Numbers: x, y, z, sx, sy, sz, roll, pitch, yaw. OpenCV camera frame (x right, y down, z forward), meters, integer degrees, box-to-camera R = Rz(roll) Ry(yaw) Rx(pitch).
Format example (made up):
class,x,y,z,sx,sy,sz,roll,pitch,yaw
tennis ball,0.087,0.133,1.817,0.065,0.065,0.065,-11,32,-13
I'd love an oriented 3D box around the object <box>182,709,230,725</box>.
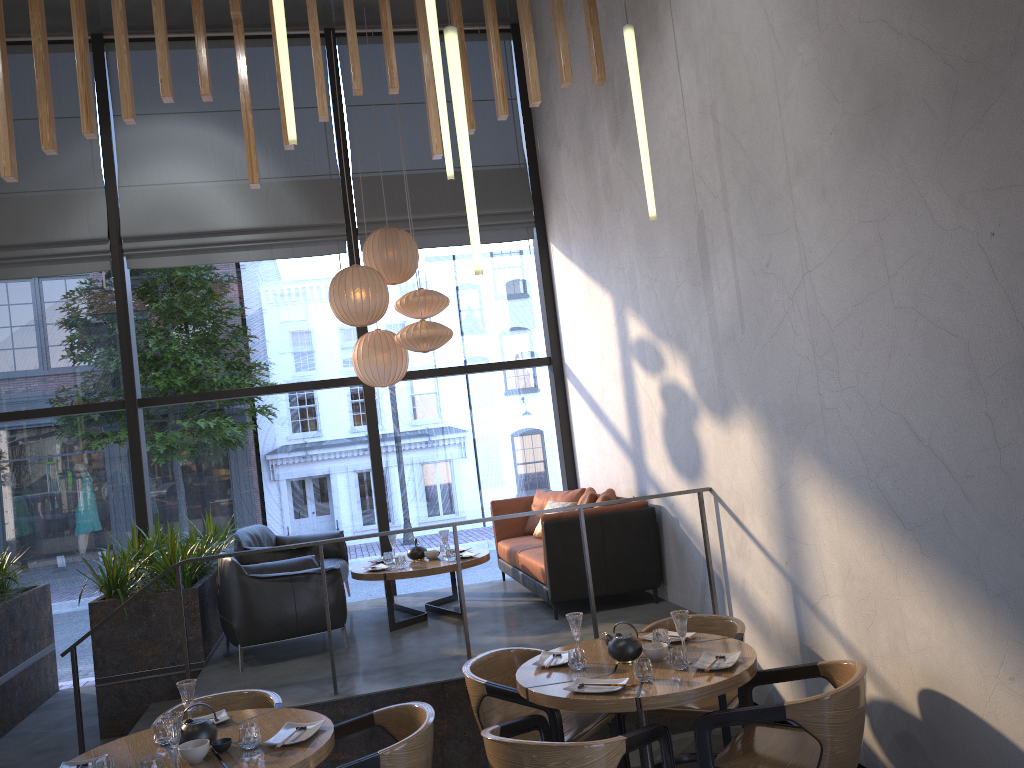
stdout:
class,x,y,z,sx,sy,sz,roll,pitch,yaw
object,-1.389,1.483,3.863,0.294,0.025,0.170,-5,-4,-27

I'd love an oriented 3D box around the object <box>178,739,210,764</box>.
class,x,y,z,sx,sy,sz,roll,pitch,yaw
object,-1.218,1.414,3.402,0.116,0.065,0.116,-5,-4,-33

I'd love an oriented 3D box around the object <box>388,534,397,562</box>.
class,x,y,z,sx,sy,sz,roll,pitch,yaw
object,-0.954,1.312,7.141,0.082,0.227,0.082,-5,-4,-30

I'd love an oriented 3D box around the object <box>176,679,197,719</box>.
class,x,y,z,sx,sy,sz,roll,pitch,yaw
object,-1.363,1.370,3.742,0.082,0.227,0.082,-7,-4,9

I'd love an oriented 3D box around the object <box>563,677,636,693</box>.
class,x,y,z,sx,sy,sz,roll,pitch,yaw
object,0.377,1.262,3.705,0.294,0.025,0.170,-9,-4,26

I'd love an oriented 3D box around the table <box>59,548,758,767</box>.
class,x,y,z,sx,sy,sz,roll,pitch,yaw
table,-4.116,2.063,3.361,10.659,0.968,6.876,-6,-4,-11

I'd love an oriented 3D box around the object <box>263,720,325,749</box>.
class,x,y,z,sx,sy,sz,roll,pitch,yaw
object,-0.873,1.401,3.529,0.170,0.025,0.294,-7,-3,8

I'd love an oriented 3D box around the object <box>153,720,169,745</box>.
class,x,y,z,sx,sy,sz,roll,pitch,yaw
object,-1.444,1.447,3.682,0.086,0.086,0.086,-5,-4,-29

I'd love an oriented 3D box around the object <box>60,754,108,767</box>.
class,x,y,z,sx,sy,sz,roll,pitch,yaw
object,-1.660,1.487,3.386,0.170,0.025,0.294,-6,-4,-14

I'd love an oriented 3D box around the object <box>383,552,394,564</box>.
class,x,y,z,sx,sy,sz,roll,pitch,yaw
object,-0.981,1.380,7.037,0.086,0.086,0.086,-9,-4,26

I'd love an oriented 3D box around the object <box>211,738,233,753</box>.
class,x,y,z,sx,sy,sz,roll,pitch,yaw
object,-1.135,1.421,3.475,0.080,0.042,0.080,-10,-5,42

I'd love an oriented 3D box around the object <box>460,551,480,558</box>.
class,x,y,z,sx,sy,sz,roll,pitch,yaw
object,-0.357,1.326,6.857,0.170,0.025,0.294,-5,-4,-31

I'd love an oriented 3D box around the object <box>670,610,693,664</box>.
class,x,y,z,sx,sy,sz,roll,pitch,yaw
object,0.761,1.129,3.951,0.082,0.227,0.082,-7,-4,11

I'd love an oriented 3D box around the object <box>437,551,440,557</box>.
class,x,y,z,sx,sy,sz,roll,pitch,yaw
object,-0.610,1.361,7.071,0.080,0.042,0.080,-10,-5,41

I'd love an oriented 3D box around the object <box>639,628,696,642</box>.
class,x,y,z,sx,sy,sz,roll,pitch,yaw
object,0.790,1.255,4.395,0.170,0.025,0.294,-4,-5,-41

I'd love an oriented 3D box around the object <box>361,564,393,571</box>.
class,x,y,z,sx,sy,sz,roll,pitch,yaw
object,-1.011,1.396,6.723,0.170,0.025,0.294,-5,-4,-31

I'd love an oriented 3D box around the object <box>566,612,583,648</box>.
class,x,y,z,sx,sy,sz,roll,pitch,yaw
object,0.307,1.196,4.173,0.082,0.227,0.082,-4,-4,-40

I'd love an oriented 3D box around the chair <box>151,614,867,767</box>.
class,x,y,z,sx,sy,sz,roll,pitch,yaw
chair,-3.135,1.967,1.972,9.749,0.759,4.352,-6,-4,-10

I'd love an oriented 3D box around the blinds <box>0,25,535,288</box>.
class,x,y,z,sx,sy,sz,roll,pitch,yaw
blinds,-8.188,-1.736,3.572,8.760,2.314,17.610,-9,-4,32

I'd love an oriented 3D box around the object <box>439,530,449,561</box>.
class,x,y,z,sx,sy,sz,roll,pitch,yaw
object,-0.511,1.240,6.822,0.082,0.227,0.082,-9,-4,31

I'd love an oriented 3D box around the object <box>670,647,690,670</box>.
class,x,y,z,sx,sy,sz,roll,pitch,yaw
object,0.730,1.199,3.870,0.086,0.086,0.086,-4,-4,-35

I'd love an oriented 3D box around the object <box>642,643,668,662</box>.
class,x,y,z,sx,sy,sz,roll,pitch,yaw
object,0.657,1.230,4.053,0.116,0.065,0.116,-8,-4,14

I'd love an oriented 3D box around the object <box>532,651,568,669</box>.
class,x,y,z,sx,sy,sz,roll,pitch,yaw
object,0.198,1.315,4.220,0.170,0.025,0.294,-8,-4,14

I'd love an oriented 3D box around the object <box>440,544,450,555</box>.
class,x,y,z,sx,sy,sz,roll,pitch,yaw
object,-0.539,1.334,7.148,0.086,0.086,0.086,-6,-3,-7

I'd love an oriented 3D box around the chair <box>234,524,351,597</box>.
class,x,y,z,sx,sy,sz,roll,pitch,yaw
chair,-1.869,1.536,7.482,0.833,0.743,1.030,-7,-3,3

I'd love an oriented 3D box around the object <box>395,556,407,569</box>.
class,x,y,z,sx,sy,sz,roll,pitch,yaw
object,-0.838,1.341,6.667,0.086,0.086,0.086,-6,-3,-7

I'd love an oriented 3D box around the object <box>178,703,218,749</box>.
class,x,y,z,sx,sy,sz,roll,pitch,yaw
object,-1.266,1.371,3.548,0.168,0.179,0.163,-9,-4,26

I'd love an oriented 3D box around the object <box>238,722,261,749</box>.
class,x,y,z,sx,sy,sz,roll,pitch,yaw
object,-1.033,1.387,3.489,0.086,0.086,0.086,-6,-3,-9

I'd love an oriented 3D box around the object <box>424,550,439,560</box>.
class,x,y,z,sx,sy,sz,roll,pitch,yaw
object,-0.630,1.345,6.963,0.116,0.065,0.116,-8,-4,18

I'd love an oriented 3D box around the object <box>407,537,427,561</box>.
class,x,y,z,sx,sy,sz,roll,pitch,yaw
object,-0.758,1.308,7.049,0.168,0.179,0.163,-10,-5,44

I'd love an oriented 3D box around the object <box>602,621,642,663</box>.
class,x,y,z,sx,sy,sz,roll,pitch,yaw
object,0.517,1.192,4.115,0.168,0.179,0.163,-6,-3,-7

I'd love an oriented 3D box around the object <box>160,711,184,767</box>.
class,x,y,z,sx,sy,sz,roll,pitch,yaw
object,-1.235,1.325,3.250,0.082,0.227,0.082,-4,-5,-42

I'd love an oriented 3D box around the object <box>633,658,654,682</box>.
class,x,y,z,sx,sy,sz,roll,pitch,yaw
object,0.555,1.213,3.753,0.086,0.086,0.086,-4,-4,-40

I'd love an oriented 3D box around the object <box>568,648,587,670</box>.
class,x,y,z,sx,sy,sz,roll,pitch,yaw
object,0.298,1.262,4.064,0.086,0.086,0.086,-8,-4,11

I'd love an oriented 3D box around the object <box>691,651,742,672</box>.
class,x,y,z,sx,sy,sz,roll,pitch,yaw
object,0.883,1.210,3.846,0.170,0.025,0.294,-9,-4,26

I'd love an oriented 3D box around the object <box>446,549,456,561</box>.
class,x,y,z,sx,sy,sz,roll,pitch,yaw
object,-0.460,1.300,6.744,0.086,0.086,0.086,-6,-3,-7

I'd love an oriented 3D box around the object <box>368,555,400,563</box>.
class,x,y,z,sx,sy,sz,roll,pitch,yaw
object,-1.052,1.431,7.210,0.170,0.025,0.294,-8,-4,24

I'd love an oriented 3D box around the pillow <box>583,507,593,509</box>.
class,x,y,z,sx,sy,sz,roll,pitch,yaw
pillow,0.445,1.086,6.498,0.242,0.345,0.418,-9,-4,29

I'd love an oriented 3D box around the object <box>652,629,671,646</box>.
class,x,y,z,sx,sy,sz,roll,pitch,yaw
object,0.714,1.224,4.251,0.086,0.086,0.086,-6,-4,-18

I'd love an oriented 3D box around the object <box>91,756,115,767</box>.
class,x,y,z,sx,sy,sz,roll,pitch,yaw
object,-1.511,1.431,3.281,0.086,0.086,0.086,-8,-4,14

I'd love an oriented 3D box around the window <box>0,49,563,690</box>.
class,x,y,z,sx,sy,sz,roll,pitch,yaw
window,-4.244,-0.534,1.289,12.739,5.897,12.900,-6,-4,-12

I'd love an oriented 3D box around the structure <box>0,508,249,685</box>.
class,x,y,z,sx,sy,sz,roll,pitch,yaw
structure,-6.786,1.938,1.350,4.306,1.608,15.715,-9,-4,27

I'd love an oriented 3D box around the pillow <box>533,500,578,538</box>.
class,x,y,z,sx,sy,sz,roll,pitch,yaw
pillow,0.364,1.173,7.679,0.289,0.311,0.393,-5,-4,-31

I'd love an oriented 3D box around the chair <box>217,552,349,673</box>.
class,x,y,z,sx,sy,sz,roll,pitch,yaw
chair,-1.644,1.513,6.274,0.833,0.743,1.030,-5,-4,-26

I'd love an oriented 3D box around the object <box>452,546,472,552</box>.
class,x,y,z,sx,sy,sz,roll,pitch,yaw
object,-0.439,1.361,7.277,0.170,0.025,0.294,-5,-4,-31

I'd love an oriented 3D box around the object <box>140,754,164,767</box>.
class,x,y,z,sx,sy,sz,roll,pitch,yaw
object,-1.309,1.404,3.226,0.086,0.086,0.086,-8,-4,14
